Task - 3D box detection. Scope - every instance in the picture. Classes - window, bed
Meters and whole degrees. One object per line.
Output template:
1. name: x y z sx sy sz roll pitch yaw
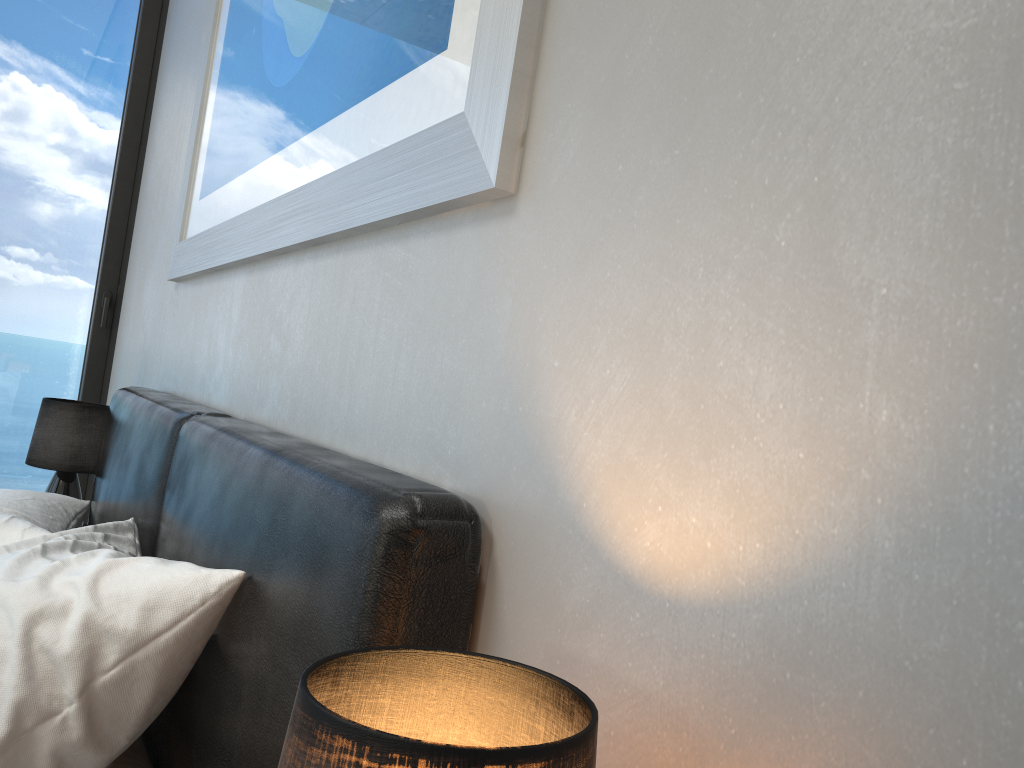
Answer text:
1. window: -0.521 -0.599 2.121 9.739 3.182 3.591 10 -2 -31
2. bed: -1.654 0.331 0.971 2.621 0.933 2.751 10 -2 -31

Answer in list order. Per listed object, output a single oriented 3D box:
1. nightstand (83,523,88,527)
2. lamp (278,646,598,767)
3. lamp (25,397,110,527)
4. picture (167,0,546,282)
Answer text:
1. nightstand: -1.511 0.652 2.659 0.497 0.440 0.496 9 -1 -20
2. lamp: -0.066 0.380 0.528 0.208 0.400 0.220 8 -1 40
3. lamp: -1.347 0.253 2.687 0.241 0.400 0.220 8 -1 28
4. picture: -0.359 -0.925 1.638 0.025 1.400 1.798 9 -1 -31
